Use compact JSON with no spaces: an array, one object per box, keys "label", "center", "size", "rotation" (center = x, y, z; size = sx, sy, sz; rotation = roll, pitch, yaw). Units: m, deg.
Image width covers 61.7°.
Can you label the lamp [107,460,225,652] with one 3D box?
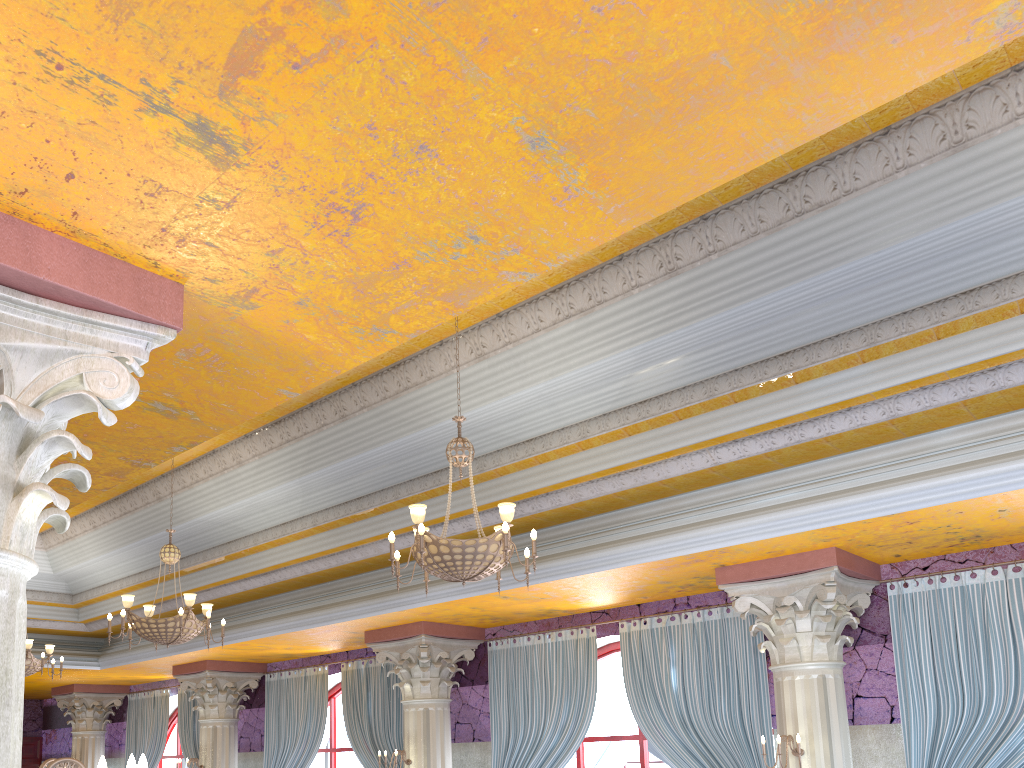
[{"label":"lamp","center":[-3.369,1.549,8.447],"size":[0.959,2.066,1.011],"rotation":[-1,-12,-4]}]

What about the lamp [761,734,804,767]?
[{"label":"lamp","center":[2.211,2.976,6.938],"size":[0.346,0.259,0.400],"rotation":[-12,-21,26]}]

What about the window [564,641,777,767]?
[{"label":"window","center":[1.476,4.116,9.602],"size":[3.686,2.421,0.163],"rotation":[-18,-18,39]}]

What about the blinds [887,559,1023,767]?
[{"label":"blinds","center":[3.899,3.093,6.640],"size":[1.807,3.344,0.249],"rotation":[-14,-14,42]}]

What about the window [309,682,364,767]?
[{"label":"window","center":[-2.106,5.557,12.682],"size":[3.686,2.421,0.163],"rotation":[-18,-18,39]}]

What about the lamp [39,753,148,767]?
[{"label":"lamp","center":[-1.361,1.319,2.725],"size":[0.346,0.259,0.400],"rotation":[-12,-21,26]}]

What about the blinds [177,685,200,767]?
[{"label":"blinds","center":[-5.308,6.795,14.555],"size":[1.753,3.344,0.249],"rotation":[-12,-14,39]}]

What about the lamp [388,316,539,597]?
[{"label":"lamp","center":[-0.358,0.338,5.859],"size":[0.959,2.066,1.011],"rotation":[-1,-12,-4]}]

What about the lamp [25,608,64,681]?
[{"label":"lamp","center":[-6.330,2.739,10.993],"size":[0.959,2.066,1.011],"rotation":[-1,-12,-4]}]

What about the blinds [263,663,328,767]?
[{"label":"blinds","center":[-3.285,5.982,12.816],"size":[1.758,3.344,0.249],"rotation":[-13,-14,42]}]

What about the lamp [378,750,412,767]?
[{"label":"lamp","center":[-1.372,4.416,10.018],"size":[0.346,0.259,0.400],"rotation":[-12,-21,26]}]

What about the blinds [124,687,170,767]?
[{"label":"blinds","center":[-6.819,7.403,15.854],"size":[1.758,3.344,0.249],"rotation":[-13,-14,42]}]

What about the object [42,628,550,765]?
[{"label":"object","center":[-0.516,4.772,10.375],"size":[30.142,3.443,2.149],"rotation":[-22,-22,39]}]

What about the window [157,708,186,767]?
[{"label":"window","center":[-5.685,6.996,15.758],"size":[3.686,2.421,0.163],"rotation":[-18,-18,39]}]

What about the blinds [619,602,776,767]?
[{"label":"blinds","center":[1.842,3.921,8.409],"size":[1.753,3.344,0.249],"rotation":[-12,-14,39]}]

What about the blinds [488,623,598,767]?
[{"label":"blinds","center":[0.331,4.528,9.708],"size":[1.758,3.344,0.249],"rotation":[-13,-14,42]}]

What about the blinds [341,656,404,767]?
[{"label":"blinds","center":[-1.774,5.375,11.517],"size":[1.753,3.344,0.249],"rotation":[-12,-14,39]}]

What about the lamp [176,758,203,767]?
[{"label":"lamp","center":[-4.929,5.847,13.076],"size":[0.346,0.259,0.400],"rotation":[-12,-21,26]}]
